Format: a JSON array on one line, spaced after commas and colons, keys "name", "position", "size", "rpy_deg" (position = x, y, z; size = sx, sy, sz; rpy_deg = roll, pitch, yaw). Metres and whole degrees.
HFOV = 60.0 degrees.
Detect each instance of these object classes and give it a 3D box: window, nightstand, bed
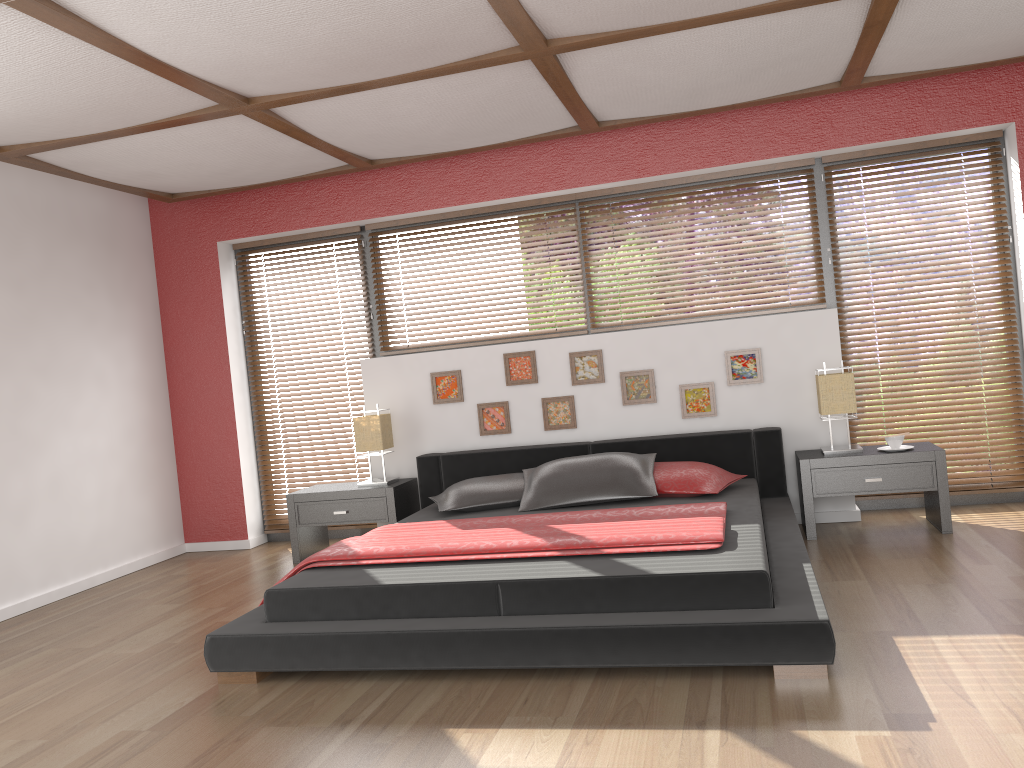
[{"name": "window", "position": [0.467, -0.750, 5.655], "size": [2.817, 0.786, 0.020], "rpy_deg": [-5, 1, 15]}, {"name": "window", "position": [2.399, -0.390, 5.175], "size": [0.889, 1.893, 0.020], "rpy_deg": [-5, 1, 15]}, {"name": "nightstand", "position": [1.904, 0.565, 4.724], "size": [0.700, 0.423, 0.413], "rpy_deg": [-5, 1, 15]}, {"name": "bed", "position": [0.076, 0.681, 4.165], "size": [2.469, 0.577, 2.413], "rpy_deg": [-5, 1, 15]}, {"name": "window", "position": [-1.360, -0.030, 6.155], "size": [0.889, 1.893, 0.020], "rpy_deg": [-5, 1, 15]}, {"name": "nightstand", "position": [-0.964, 0.840, 5.472], "size": [0.700, 0.423, 0.413], "rpy_deg": [-5, 1, 15]}]

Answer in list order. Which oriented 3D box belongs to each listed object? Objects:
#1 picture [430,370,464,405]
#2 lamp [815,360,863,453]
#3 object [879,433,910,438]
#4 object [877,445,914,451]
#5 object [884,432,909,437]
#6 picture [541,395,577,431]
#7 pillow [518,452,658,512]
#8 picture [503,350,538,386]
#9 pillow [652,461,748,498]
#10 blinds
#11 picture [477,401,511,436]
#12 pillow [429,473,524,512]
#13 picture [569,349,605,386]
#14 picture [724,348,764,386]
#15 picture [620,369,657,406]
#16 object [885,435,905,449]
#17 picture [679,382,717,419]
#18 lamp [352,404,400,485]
[{"name": "picture", "position": [-0.406, 0.021, 5.546], "size": [0.200, 0.200, 0.010], "rpy_deg": [-5, 1, 15]}, {"name": "lamp", "position": [1.754, 0.115, 4.785], "size": [0.200, 0.480, 0.200], "rpy_deg": [-5, 1, 15]}, {"name": "object", "position": [1.988, 0.269, 4.616], "size": [0.192, 0.007, 0.007], "rpy_deg": [-6, 1, -16]}, {"name": "object", "position": [2.003, 0.338, 4.632], "size": [0.179, 0.012, 0.179], "rpy_deg": [-5, 1, 40]}, {"name": "object", "position": [2.002, 0.267, 4.635], "size": [0.192, 0.007, 0.007], "rpy_deg": [-6, 1, -21]}, {"name": "picture", "position": [0.285, 0.177, 5.376], "size": [0.200, 0.200, 0.010], "rpy_deg": [-5, 1, 15]}, {"name": "pillow", "position": [0.394, 0.499, 4.674], "size": [0.744, 0.241, 0.386], "rpy_deg": [-6, 1, 10]}, {"name": "picture", "position": [0.052, -0.096, 5.424], "size": [0.200, 0.200, 0.010], "rpy_deg": [-5, 1, 15]}, {"name": "pillow", "position": [0.818, 0.508, 4.709], "size": [0.745, 0.172, 0.418], "rpy_deg": [-5, 1, 34]}, {"name": "blinds", "position": [0.505, -0.172, 5.600], "size": [4.840, 1.952, 0.032], "rpy_deg": [-5, 1, 15]}, {"name": "picture", "position": [-0.110, 0.214, 5.479], "size": [0.200, 0.200, 0.010], "rpy_deg": [-5, 1, 15]}, {"name": "pillow", "position": [-0.073, 0.594, 4.886], "size": [0.745, 0.172, 0.418], "rpy_deg": [-6, 1, -10]}, {"name": "picture", "position": [0.449, -0.098, 5.322], "size": [0.200, 0.200, 0.010], "rpy_deg": [-5, 1, 15]}, {"name": "picture", "position": [1.332, -0.098, 5.095], "size": [0.200, 0.200, 0.010], "rpy_deg": [-5, 1, 15]}, {"name": "picture", "position": [0.747, 0.020, 5.251], "size": [0.200, 0.200, 0.010], "rpy_deg": [-5, 1, 15]}, {"name": "object", "position": [2.000, 0.306, 4.631], "size": [0.099, 0.069, 0.099], "rpy_deg": [-5, 1, 40]}, {"name": "picture", "position": [1.084, 0.096, 5.168], "size": [0.200, 0.200, 0.010], "rpy_deg": [-5, 1, 15]}, {"name": "lamp", "position": [-0.846, 0.364, 5.462], "size": [0.200, 0.480, 0.200], "rpy_deg": [-5, 1, 15]}]
